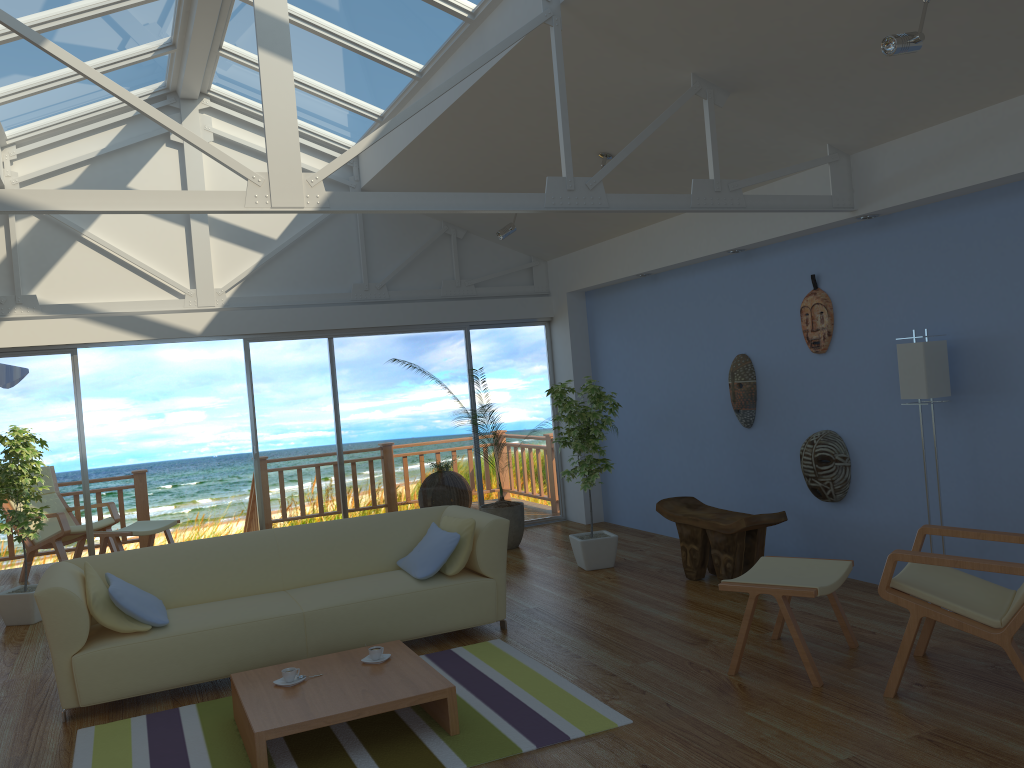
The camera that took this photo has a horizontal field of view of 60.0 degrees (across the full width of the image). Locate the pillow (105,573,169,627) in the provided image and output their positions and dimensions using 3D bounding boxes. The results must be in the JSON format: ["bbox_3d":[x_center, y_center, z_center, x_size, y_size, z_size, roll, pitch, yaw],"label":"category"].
[{"bbox_3d":[-1.932,1.105,4.572,0.272,0.244,0.566,-5,0,-26],"label":"pillow"}]

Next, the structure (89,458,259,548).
[{"bbox_3d":[-3.237,1.716,9.423,6.950,2.064,4.086,-5,0,-24],"label":"structure"}]

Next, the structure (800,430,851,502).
[{"bbox_3d":[1.959,0.535,5.654,0.185,0.466,0.359,-5,0,-24],"label":"structure"}]

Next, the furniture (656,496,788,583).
[{"bbox_3d":[1.356,1.040,5.806,0.329,0.507,1.100,-5,0,-23],"label":"furniture"}]

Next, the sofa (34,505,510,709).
[{"bbox_3d":[-1.265,1.162,5.007,2.448,0.597,0.950,-5,0,-24],"label":"sofa"}]

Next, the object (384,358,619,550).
[{"bbox_3d":[-0.035,0.548,7.527,1.706,1.695,1.563,-5,1,-33],"label":"object"}]

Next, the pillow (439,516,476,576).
[{"bbox_3d":[-0.388,0.932,5.242,0.201,0.311,0.559,-5,0,-24],"label":"pillow"}]

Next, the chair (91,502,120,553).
[{"bbox_3d":[-4.152,1.251,8.121,0.859,0.982,0.632,-5,0,21],"label":"chair"}]

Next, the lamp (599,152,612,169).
[{"bbox_3d":[0.584,-1.366,5.943,0.195,0.351,0.127,-5,0,-6],"label":"lamp"}]

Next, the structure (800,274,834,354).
[{"bbox_3d":[1.934,-0.445,5.667,0.063,0.508,0.264,-5,0,-24],"label":"structure"}]

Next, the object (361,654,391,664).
[{"bbox_3d":[-0.621,1.257,4.053,0.118,0.016,0.118,-5,0,21],"label":"object"}]

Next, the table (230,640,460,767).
[{"bbox_3d":[-0.747,1.374,3.824,0.800,0.198,0.800,-5,0,-24],"label":"table"}]

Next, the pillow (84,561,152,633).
[{"bbox_3d":[-2.020,1.075,4.526,0.275,0.312,0.571,-5,0,-27],"label":"pillow"}]

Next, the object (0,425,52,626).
[{"bbox_3d":[-3.478,0.992,6.332,0.699,1.409,0.495,-4,1,39],"label":"object"}]

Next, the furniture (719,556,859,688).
[{"bbox_3d":[1.324,1.095,4.200,0.449,0.427,0.619,-5,1,36],"label":"furniture"}]

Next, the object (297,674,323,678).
[{"bbox_3d":[-0.884,1.275,3.878,0.119,0.021,0.025,-5,1,-33],"label":"object"}]

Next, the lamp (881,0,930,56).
[{"bbox_3d":[1.599,-1.461,3.556,0.257,0.296,0.119,-5,0,-7],"label":"lamp"}]

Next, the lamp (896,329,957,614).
[{"bbox_3d":[2.263,0.462,4.783,0.200,1.520,0.200,-5,0,-24],"label":"lamp"}]

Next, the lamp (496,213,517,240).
[{"bbox_3d":[-0.010,-1.337,7.216,0.254,0.327,0.118,-5,0,-6],"label":"lamp"}]

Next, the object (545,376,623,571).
[{"bbox_3d":[0.568,0.649,6.517,0.495,1.409,0.699,-5,0,19],"label":"object"}]

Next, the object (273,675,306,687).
[{"bbox_3d":[-0.962,1.287,3.843,0.118,0.016,0.118,-5,1,32],"label":"object"}]

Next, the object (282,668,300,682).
[{"bbox_3d":[-0.963,1.263,3.850,0.062,0.049,0.078,-5,0,12],"label":"object"}]

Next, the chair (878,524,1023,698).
[{"bbox_3d":[2.024,0.762,3.667,0.859,0.982,0.632,-5,1,36],"label":"chair"}]

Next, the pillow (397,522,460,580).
[{"bbox_3d":[-0.504,0.979,5.202,0.272,0.244,0.566,-5,0,-21],"label":"pillow"}]

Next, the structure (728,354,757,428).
[{"bbox_3d":[1.634,0.056,6.378,0.115,0.541,0.254,-5,0,-24],"label":"structure"}]

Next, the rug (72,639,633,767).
[{"bbox_3d":[-0.746,1.482,3.838,2.100,0.018,1.400,-5,0,-24],"label":"rug"}]

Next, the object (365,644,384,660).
[{"bbox_3d":[-0.618,1.219,4.060,0.062,0.077,0.086,-5,1,36],"label":"object"}]

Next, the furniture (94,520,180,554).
[{"bbox_3d":[-3.293,1.459,7.798,0.449,0.427,0.619,-5,0,21],"label":"furniture"}]
